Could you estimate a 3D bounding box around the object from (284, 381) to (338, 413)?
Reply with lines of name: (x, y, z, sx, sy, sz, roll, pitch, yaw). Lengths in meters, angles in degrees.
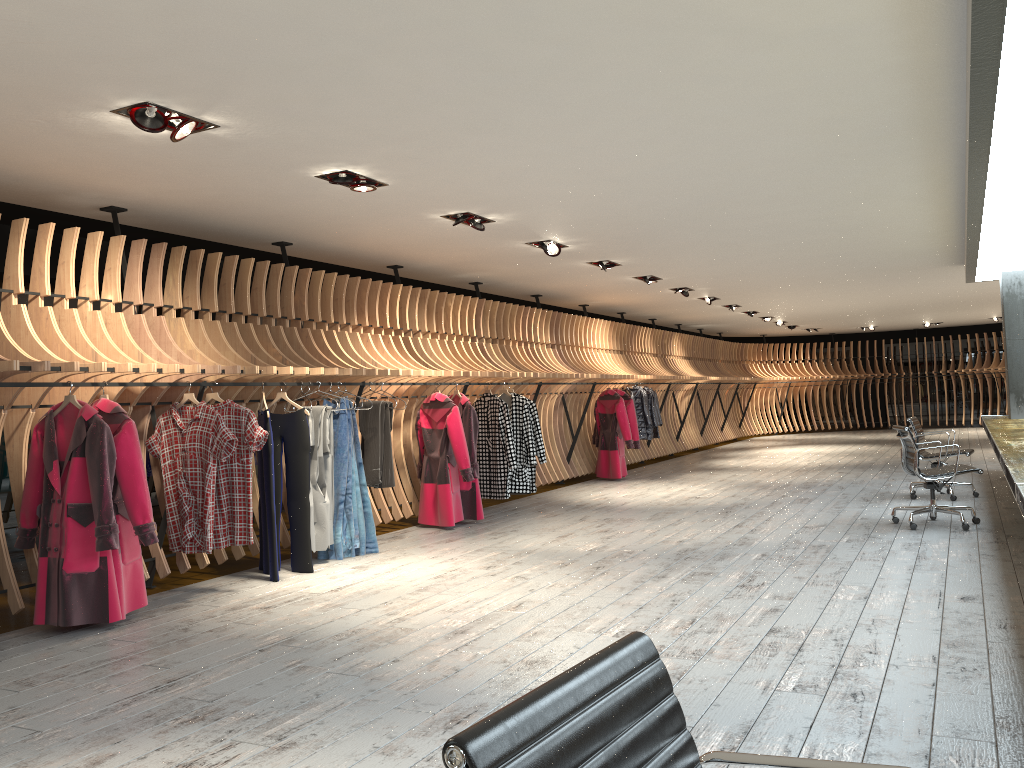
object: (-1.617, 0.103, 7.093, 0.548, 0.250, 0.023, -3, -2, 28)

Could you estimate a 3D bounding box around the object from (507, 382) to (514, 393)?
object: (-0.026, 0.113, 10.240, 0.525, 0.270, 0.012, -3, -2, 17)

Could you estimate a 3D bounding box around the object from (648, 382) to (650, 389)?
object: (2.284, 0.085, 14.796, 0.010, 0.226, 0.439, -2, -2, -23)

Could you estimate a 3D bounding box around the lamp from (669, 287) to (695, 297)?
lamp: (2.524, -1.442, 13.195, 0.269, 0.294, 0.492, -3, -2, 27)

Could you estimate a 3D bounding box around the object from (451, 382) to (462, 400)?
object: (-0.569, 0.114, 9.121, 0.012, 0.270, 0.525, -1, -2, -33)

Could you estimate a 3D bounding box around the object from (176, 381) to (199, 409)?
object: (-2.179, 0.114, 5.985, 0.525, 0.270, 0.012, -3, -2, 27)

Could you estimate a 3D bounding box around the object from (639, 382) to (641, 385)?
object: (2.078, 0.085, 14.356, 0.010, 0.226, 0.440, -1, -2, -38)

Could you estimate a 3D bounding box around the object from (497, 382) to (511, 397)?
object: (-0.091, 0.113, 10.071, 0.525, 0.270, 0.012, -3, -2, 27)

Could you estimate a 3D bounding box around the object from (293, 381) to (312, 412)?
object: (-1.660, 0.099, 7.008, 0.023, 0.243, 0.549, -1, -2, -27)

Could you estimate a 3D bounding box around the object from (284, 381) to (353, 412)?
object: (-1.567, 0.099, 7.190, 0.549, 0.243, 0.023, -2, -2, -12)

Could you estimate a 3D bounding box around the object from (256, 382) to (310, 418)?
object: (-1.770, 0.116, 6.818, 0.525, 0.270, 0.012, -3, -2, 27)

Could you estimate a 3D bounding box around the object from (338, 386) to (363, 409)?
object: (-1.408, 0.109, 7.541, 0.023, 0.257, 0.548, -1, -2, -37)

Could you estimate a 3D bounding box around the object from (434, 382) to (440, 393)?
object: (-0.747, 0.116, 8.850, 0.012, 0.270, 0.525, 0, -2, -43)

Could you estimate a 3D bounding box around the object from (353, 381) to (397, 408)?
object: (-1.247, 0.098, 7.822, 0.549, 0.243, 0.023, -3, -2, 28)

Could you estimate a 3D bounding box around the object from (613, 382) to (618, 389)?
object: (1.554, 0.119, 13.388, 0.523, 0.291, 0.015, -4, -2, 37)

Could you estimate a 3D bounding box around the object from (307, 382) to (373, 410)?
object: (-1.445, 0.101, 7.425, 0.549, 0.243, 0.023, -2, -2, -2)

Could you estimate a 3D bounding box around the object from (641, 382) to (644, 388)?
object: (2.106, 0.093, 14.476, 0.438, 0.244, 0.010, -3, -2, 27)

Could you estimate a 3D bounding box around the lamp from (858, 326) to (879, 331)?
lamp: (9.326, -1.528, 23.289, 0.492, 0.293, 0.269, -3, -2, 1)

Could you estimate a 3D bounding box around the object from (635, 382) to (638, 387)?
object: (1.980, 0.088, 14.229, 0.016, 0.242, 0.438, -1, -2, -38)

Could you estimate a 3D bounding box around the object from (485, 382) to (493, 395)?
object: (-0.264, 0.114, 9.794, 0.012, 0.270, 0.525, 0, -2, -43)

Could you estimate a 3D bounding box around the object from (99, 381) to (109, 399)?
object: (-2.492, 0.116, 5.417, 0.525, 0.270, 0.012, -4, -2, 37)

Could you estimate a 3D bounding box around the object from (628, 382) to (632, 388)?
object: (1.859, 0.082, 13.959, 0.440, 0.226, 0.010, -3, -2, 17)

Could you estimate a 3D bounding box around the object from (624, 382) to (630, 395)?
object: (1.753, 0.082, 13.747, 0.010, 0.226, 0.440, -2, -1, -13)

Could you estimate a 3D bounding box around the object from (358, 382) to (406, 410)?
object: (-1.185, 0.109, 8.006, 0.547, 0.262, 0.023, -3, -2, 28)

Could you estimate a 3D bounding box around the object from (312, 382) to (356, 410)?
object: (-1.500, 0.100, 7.333, 0.549, 0.243, 0.023, -3, -2, 33)

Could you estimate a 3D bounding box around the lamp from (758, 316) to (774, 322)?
lamp: (5.420, -1.450, 18.879, 0.269, 0.293, 0.492, -3, -2, 27)

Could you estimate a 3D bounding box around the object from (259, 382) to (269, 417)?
object: (-1.859, 0.116, 6.624, 0.012, 0.270, 0.525, -2, -2, -23)

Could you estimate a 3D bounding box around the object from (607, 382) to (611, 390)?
object: (1.435, 0.108, 13.142, 0.012, 0.270, 0.525, -1, -2, -33)

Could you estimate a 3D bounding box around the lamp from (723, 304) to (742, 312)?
lamp: (3.972, -1.444, 16.037, 0.269, 0.298, 0.492, -3, -2, 27)

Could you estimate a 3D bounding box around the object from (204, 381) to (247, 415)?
object: (-2.076, 0.121, 6.172, 0.524, 0.286, 0.015, -3, -2, 12)

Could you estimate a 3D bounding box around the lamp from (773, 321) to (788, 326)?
lamp: (6.144, -1.453, 20.300, 0.269, 0.291, 0.492, -3, -2, 27)

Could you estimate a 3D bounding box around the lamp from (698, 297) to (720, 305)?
lamp: (3.248, -1.440, 14.616, 0.269, 0.302, 0.492, -3, -2, 27)

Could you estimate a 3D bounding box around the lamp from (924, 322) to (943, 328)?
lamp: (10.854, -1.604, 22.891, 0.492, 0.291, 0.269, -3, -2, 31)

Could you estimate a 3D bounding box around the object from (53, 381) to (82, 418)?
object: (-2.584, 0.116, 5.188, 0.525, 0.270, 0.012, -3, -2, 27)

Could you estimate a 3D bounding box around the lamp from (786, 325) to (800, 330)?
lamp: (6.867, -1.458, 21.721, 0.269, 0.284, 0.492, -3, -2, 27)

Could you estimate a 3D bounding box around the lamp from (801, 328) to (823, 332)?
lamp: (7.777, -1.473, 23.004, 0.493, 0.279, 0.269, -2, -2, -22)

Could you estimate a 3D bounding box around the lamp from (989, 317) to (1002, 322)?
lamp: (12.018, -1.676, 21.827, 0.269, 0.295, 0.492, -1, -2, -36)

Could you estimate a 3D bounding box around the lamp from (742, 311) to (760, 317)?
lamp: (4.696, -1.447, 17.458, 0.269, 0.295, 0.492, -3, -2, 27)
